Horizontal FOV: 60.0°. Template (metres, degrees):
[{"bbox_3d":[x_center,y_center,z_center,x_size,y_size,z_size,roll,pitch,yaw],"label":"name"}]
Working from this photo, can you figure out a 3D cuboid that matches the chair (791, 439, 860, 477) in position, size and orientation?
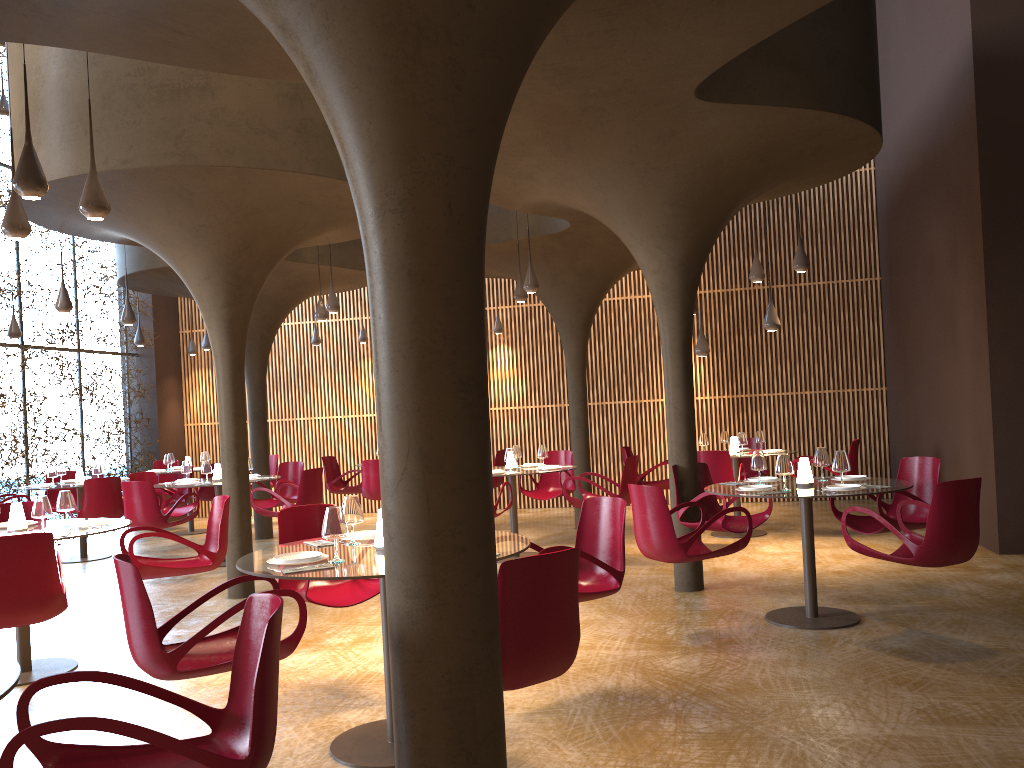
[{"bbox_3d":[4.172,1.067,11.793,0.873,0.636,0.625,-3,-1,23],"label":"chair"}]

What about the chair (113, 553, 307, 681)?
[{"bbox_3d":[-1.571,1.161,4.584,0.872,0.636,0.625,-2,-1,-28],"label":"chair"}]

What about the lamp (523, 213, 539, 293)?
[{"bbox_3d":[0.081,-4.262,10.955,0.196,6.276,0.196,-3,0,-43],"label":"lamp"}]

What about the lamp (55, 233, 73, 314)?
[{"bbox_3d":[-5.512,-3.982,10.599,0.196,6.276,0.196,-3,0,-33],"label":"lamp"}]

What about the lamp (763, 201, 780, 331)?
[{"bbox_3d":[2.897,-3.758,10.428,0.196,6.276,0.196,-3,0,-33],"label":"lamp"}]

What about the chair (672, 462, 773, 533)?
[{"bbox_3d":[1.965,1.089,8.534,0.624,0.636,0.873,-2,-1,-31],"label":"chair"}]

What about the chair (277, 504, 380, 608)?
[{"bbox_3d":[-1.290,1.192,6.200,0.624,0.636,0.873,-2,-1,-33],"label":"chair"}]

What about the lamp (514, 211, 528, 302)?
[{"bbox_3d":[-0.040,-4.230,11.850,0.196,6.276,0.196,-3,0,-43],"label":"lamp"}]

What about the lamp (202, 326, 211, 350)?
[{"bbox_3d":[-5.957,-3.782,16.855,0.196,6.276,0.196,-3,0,37],"label":"lamp"}]

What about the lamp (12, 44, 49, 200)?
[{"bbox_3d":[-3.064,-4.256,5.357,0.196,6.276,0.196,-3,0,-43],"label":"lamp"}]

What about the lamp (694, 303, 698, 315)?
[{"bbox_3d":[2.860,-4.295,14.856,0.196,6.276,0.196,-3,0,27],"label":"lamp"}]

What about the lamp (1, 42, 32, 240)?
[{"bbox_3d":[-3.765,-4.189,6.453,0.196,6.276,0.196,-3,0,17],"label":"lamp"}]

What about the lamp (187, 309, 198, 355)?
[{"bbox_3d":[-6.604,-3.720,17.889,0.196,6.276,0.196,-3,0,37],"label":"lamp"}]

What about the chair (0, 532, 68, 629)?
[{"bbox_3d":[-3.349,1.292,5.963,0.624,0.636,0.873,-2,-1,-30],"label":"chair"}]

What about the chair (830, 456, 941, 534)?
[{"bbox_3d":[3.406,0.998,7.951,0.872,0.636,0.625,-3,-1,-21],"label":"chair"}]

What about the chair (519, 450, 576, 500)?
[{"bbox_3d":[0.534,1.272,12.386,0.625,0.636,0.872,-3,-1,22],"label":"chair"}]

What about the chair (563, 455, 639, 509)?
[{"bbox_3d":[1.124,1.197,10.804,0.873,0.636,0.625,-3,-1,22],"label":"chair"}]

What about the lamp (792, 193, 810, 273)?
[{"bbox_3d":[3.215,-4.441,10.347,0.196,6.276,0.196,-3,0,-33],"label":"lamp"}]

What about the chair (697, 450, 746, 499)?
[{"bbox_3d":[2.587,1.133,11.217,0.625,0.636,0.872,-3,-1,23],"label":"chair"}]

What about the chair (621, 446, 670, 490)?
[{"bbox_3d":[2.027,1.205,12.758,0.873,0.636,0.625,-3,-1,18],"label":"chair"}]

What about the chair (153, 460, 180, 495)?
[{"bbox_3d":[-6.389,1.749,16.584,0.624,0.636,0.873,-2,-1,-33],"label":"chair"}]

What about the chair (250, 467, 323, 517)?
[{"bbox_3d":[-2.895,1.429,11.642,0.873,0.636,0.625,-3,-1,22],"label":"chair"}]

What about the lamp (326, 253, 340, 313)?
[{"bbox_3d":[-2.576,-4.095,11.979,0.196,6.276,0.196,-3,0,-43],"label":"lamp"}]

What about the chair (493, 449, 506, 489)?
[{"bbox_3d":[-0.516,1.378,14.208,0.873,0.636,0.625,-3,-1,12],"label":"chair"}]

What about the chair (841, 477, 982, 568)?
[{"bbox_3d":[2.923,0.979,6.384,0.624,0.636,0.873,-3,-1,-26],"label":"chair"}]

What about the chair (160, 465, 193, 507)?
[{"bbox_3d":[-5.429,1.623,13.874,0.872,0.636,0.625,-2,-1,-38],"label":"chair"}]

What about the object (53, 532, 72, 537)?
[{"bbox_3d":[-3.404,1.137,6.682,0.126,0.017,0.262,-2,-2,-20],"label":"object"}]

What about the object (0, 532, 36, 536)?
[{"bbox_3d":[-3.695,1.133,6.598,0.263,0.029,0.263,-2,-2,-23],"label":"object"}]

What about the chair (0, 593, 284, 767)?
[{"bbox_3d":[-1.203,1.097,2.992,0.872,0.636,0.625,-2,-1,-25],"label":"chair"}]

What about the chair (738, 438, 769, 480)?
[{"bbox_3d":[3.490,1.144,13.284,0.625,0.636,0.872,-3,-1,28],"label":"chair"}]

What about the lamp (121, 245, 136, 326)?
[{"bbox_3d":[-5.426,-3.942,12.182,0.196,6.276,0.196,-3,0,-33],"label":"lamp"}]

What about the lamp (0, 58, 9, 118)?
[{"bbox_3d":[-7.633,-5.461,13.196,0.196,2.961,0.196,-3,0,-43],"label":"lamp"}]

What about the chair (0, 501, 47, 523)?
[{"bbox_3d":[-4.443,1.404,7.935,0.624,0.636,0.873,-3,-1,-25],"label":"chair"}]

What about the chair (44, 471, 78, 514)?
[{"bbox_3d":[-7.062,1.711,14.014,0.624,0.636,0.873,-2,-1,-33],"label":"chair"}]

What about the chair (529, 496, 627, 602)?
[{"bbox_3d":[0.343,1.096,5.776,0.872,0.636,0.625,-2,-1,-33],"label":"chair"}]

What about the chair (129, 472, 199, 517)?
[{"bbox_3d":[-4.967,1.561,12.528,0.873,0.636,0.625,-4,-1,27],"label":"chair"}]

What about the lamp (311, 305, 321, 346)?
[{"bbox_3d":[-3.946,-3.879,17.139,0.196,6.276,0.196,-3,0,27],"label":"lamp"}]

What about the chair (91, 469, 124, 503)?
[{"bbox_3d":[-6.652,1.719,15.050,0.872,0.636,0.625,-2,-1,-43],"label":"chair"}]

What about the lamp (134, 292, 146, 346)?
[{"bbox_3d":[-6.608,-3.790,15.375,0.196,6.276,0.196,-3,0,37],"label":"lamp"}]

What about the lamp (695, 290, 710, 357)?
[{"bbox_3d":[2.309,-3.488,11.487,0.196,6.276,0.196,-3,0,-33],"label":"lamp"}]

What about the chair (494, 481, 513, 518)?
[{"bbox_3d":[-0.411,1.260,10.229,0.625,0.636,0.872,-3,-1,17],"label":"chair"}]

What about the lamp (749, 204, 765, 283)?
[{"bbox_3d":[2.907,-4.404,11.086,0.196,6.276,0.196,-3,0,-33],"label":"lamp"}]

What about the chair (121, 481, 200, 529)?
[{"bbox_3d":[-4.429,1.492,11.067,0.625,0.636,0.872,-3,-1,17],"label":"chair"}]

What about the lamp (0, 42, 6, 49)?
[{"bbox_3d":[-7.289,-5.864,12.532,0.196,2.224,0.196,-3,0,-43],"label":"lamp"}]

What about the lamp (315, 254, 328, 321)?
[{"bbox_3d":[-2.925,-4.052,12.876,0.196,6.276,0.196,-3,0,-43],"label":"lamp"}]

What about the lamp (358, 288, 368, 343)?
[{"bbox_3d":[-3.031,-3.926,17.122,0.196,6.276,0.196,-3,0,37],"label":"lamp"}]

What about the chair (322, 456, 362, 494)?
[{"bbox_3d":[-2.710,1.506,14.720,0.873,0.636,0.625,-3,-1,17],"label":"chair"}]

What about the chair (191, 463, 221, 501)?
[{"bbox_3d":[-5.036,1.628,14.779,0.624,0.636,0.873,-2,-1,-38],"label":"chair"}]

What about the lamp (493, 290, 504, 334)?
[{"bbox_3d":[-0.414,-4.076,16.631,0.196,6.276,0.196,-3,0,27],"label":"lamp"}]

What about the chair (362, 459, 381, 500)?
[{"bbox_3d":[-1.927,1.427,13.375,0.625,0.636,0.873,-3,-1,7],"label":"chair"}]

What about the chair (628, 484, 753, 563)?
[{"bbox_3d":[1.358,1.078,7.010,0.872,0.636,0.625,-2,-1,-26],"label":"chair"}]

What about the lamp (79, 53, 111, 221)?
[{"bbox_3d":[-2.963,-4.245,5.966,0.196,6.276,0.196,-3,0,17],"label":"lamp"}]

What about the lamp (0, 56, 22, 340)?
[{"bbox_3d":[-7.572,-3.801,13.214,0.196,6.276,0.196,-3,0,37],"label":"lamp"}]

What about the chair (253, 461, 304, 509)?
[{"bbox_3d":[-3.484,1.504,13.224,0.625,0.636,0.872,-3,-1,22],"label":"chair"}]

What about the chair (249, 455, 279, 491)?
[{"bbox_3d":[-4.756,1.661,16.444,0.872,0.636,0.625,-2,-1,-38],"label":"chair"}]

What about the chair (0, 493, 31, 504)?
[{"bbox_3d":[-7.325,1.682,12.480,0.872,0.636,0.625,-2,-1,-43],"label":"chair"}]

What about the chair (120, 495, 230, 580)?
[{"bbox_3d":[-2.845,1.311,7.574,0.872,0.636,0.625,-2,-1,-30],"label":"chair"}]

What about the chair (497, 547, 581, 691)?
[{"bbox_3d":[-0.067,1.072,4.188,0.624,0.636,0.873,-2,-1,-38],"label":"chair"}]

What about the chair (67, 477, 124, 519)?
[{"bbox_3d":[-5.709,1.590,12.209,0.624,0.636,0.873,-2,-1,-38],"label":"chair"}]
